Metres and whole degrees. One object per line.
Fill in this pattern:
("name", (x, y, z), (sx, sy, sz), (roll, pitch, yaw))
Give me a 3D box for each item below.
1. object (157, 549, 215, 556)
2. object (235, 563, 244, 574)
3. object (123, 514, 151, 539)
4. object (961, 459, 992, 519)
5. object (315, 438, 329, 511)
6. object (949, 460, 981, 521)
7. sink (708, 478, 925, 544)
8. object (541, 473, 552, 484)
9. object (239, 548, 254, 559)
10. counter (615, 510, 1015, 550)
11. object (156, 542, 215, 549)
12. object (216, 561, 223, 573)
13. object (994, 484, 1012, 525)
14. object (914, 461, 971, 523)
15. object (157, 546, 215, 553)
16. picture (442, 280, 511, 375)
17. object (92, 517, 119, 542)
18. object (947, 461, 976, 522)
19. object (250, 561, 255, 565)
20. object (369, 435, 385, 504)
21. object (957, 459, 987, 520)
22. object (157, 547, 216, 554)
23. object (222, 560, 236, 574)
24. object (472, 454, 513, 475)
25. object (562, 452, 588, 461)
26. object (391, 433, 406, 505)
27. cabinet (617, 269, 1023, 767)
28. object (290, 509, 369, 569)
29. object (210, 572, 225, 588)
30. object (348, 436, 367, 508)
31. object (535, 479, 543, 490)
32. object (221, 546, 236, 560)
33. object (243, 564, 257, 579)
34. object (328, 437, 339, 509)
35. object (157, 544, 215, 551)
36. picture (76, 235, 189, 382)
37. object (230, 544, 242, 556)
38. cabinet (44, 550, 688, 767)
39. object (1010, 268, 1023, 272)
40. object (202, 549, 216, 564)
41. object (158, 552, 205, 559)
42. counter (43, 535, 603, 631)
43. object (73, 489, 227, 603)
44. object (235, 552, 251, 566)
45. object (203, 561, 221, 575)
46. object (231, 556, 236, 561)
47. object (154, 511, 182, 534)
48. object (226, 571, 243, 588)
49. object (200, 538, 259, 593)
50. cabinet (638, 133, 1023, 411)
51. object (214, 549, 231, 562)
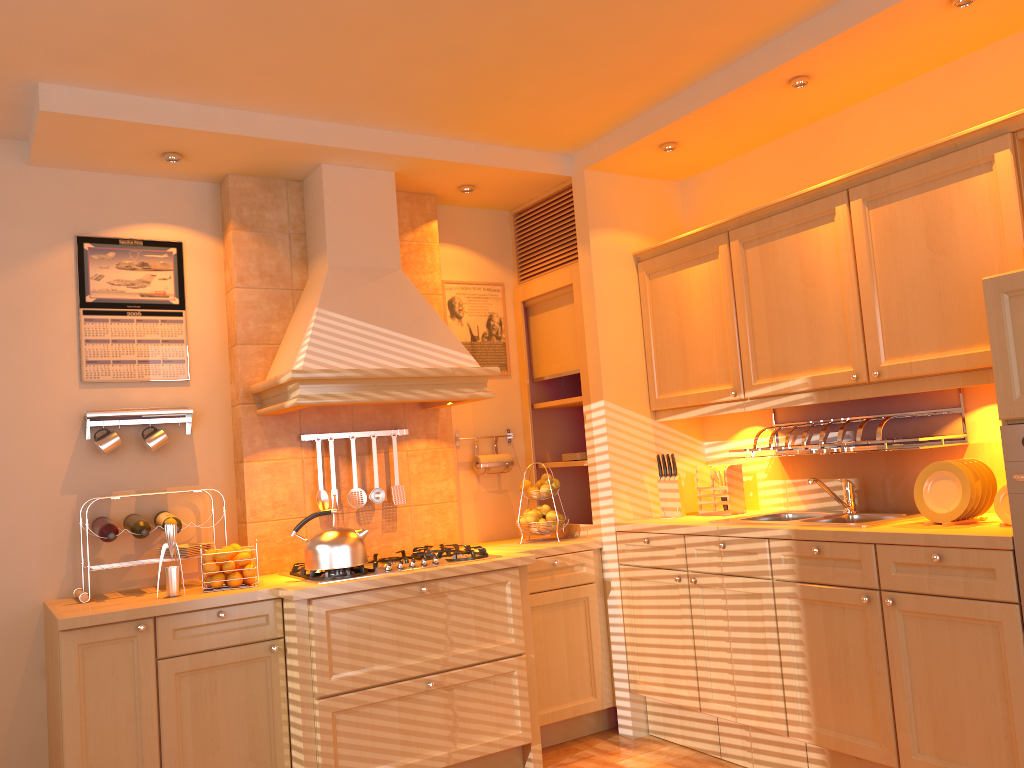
("object", (-1.302, 0.678, 3.550), (0.172, 0.011, 0.163), (-7, -5, 27))
("object", (-1.048, 0.709, 3.419), (0.062, 0.053, 0.051), (-7, -5, 26))
("object", (-1.461, 0.557, 3.472), (0.076, 0.095, 0.282), (-2, -6, -32))
("object", (1.518, 0.353, 2.984), (0.049, 0.200, 0.205), (-2, -5, -30))
("object", (-0.826, 0.394, 3.839), (0.055, 0.323, 0.028), (-2, -6, -32))
("object", (1.469, 0.355, 2.957), (0.049, 0.200, 0.205), (-2, -5, -30))
("sink", (1.188, 0.528, 3.417), (0.465, 0.336, 0.746), (-2, -6, -32))
("object", (0.165, 0.455, 4.236), (0.055, 0.059, 0.058), (-6, -5, 14))
("object", (-1.031, 0.662, 3.442), (0.063, 0.053, 0.051), (-7, -5, 31))
("counter", (1.191, 0.541, 3.417), (0.600, 0.038, 1.800), (-2, -6, -32))
("object", (-1.304, 0.652, 3.553), (0.172, 0.011, 0.163), (-7, -5, 27))
("object", (-1.118, 0.694, 3.387), (0.051, 0.053, 0.064), (-6, -5, 21))
("object", (1.546, 0.368, 2.725), (0.037, 0.129, 0.133), (-2, -6, -32))
("object", (1.420, 0.356, 2.930), (0.049, 0.200, 0.205), (-2, -5, -30))
("object", (-1.303, 0.665, 3.551), (0.172, 0.011, 0.163), (-7, -5, 27))
("picture", (-0.182, -0.286, 4.564), (0.366, 0.491, 0.007), (-2, -6, -32))
("object", (-1.559, 0.560, 3.411), (0.076, 0.095, 0.282), (-2, -6, -32))
("object", (1.444, 0.356, 2.943), (0.049, 0.200, 0.205), (-2, -5, -30))
("object", (-1.022, 0.711, 3.436), (0.051, 0.055, 0.061), (-4, -5, -3))
("object", (-0.622, 0.384, 3.994), (0.077, 0.309, 0.037), (-1, -6, -32))
("object", (1.493, 0.354, 2.970), (0.049, 0.200, 0.205), (-2, -5, -30))
("object", (-1.302, 0.672, 3.551), (0.172, 0.011, 0.163), (-7, -5, 27))
("object", (-1.071, 0.691, 3.355), (0.052, 0.053, 0.062), (-4, -5, -10))
("object", (-0.096, 0.400, 4.442), (0.186, 0.094, 0.096), (-2, -6, -32))
("object", (0.364, 0.365, 4.471), (0.222, 0.039, 0.222), (-3, -5, -15))
("object", (-0.522, 0.386, 4.033), (0.061, 0.323, 0.020), (-2, -6, -32))
("cabinet", (1.501, 0.563, 2.896), (0.625, 1.700, 3.000), (-2, -6, -32))
("object", (-0.696, 0.597, 3.464), (0.251, 0.215, 0.242), (0, -7, -45))
("object", (-1.105, 0.738, 3.332), (0.052, 0.057, 0.060), (-6, -5, 20))
("object", (-0.693, 0.389, 3.929), (0.090, 0.320, 0.017), (-2, -6, -32))
("object", (0.137, 0.484, 4.273), (0.050, 0.051, 0.051), (-4, -5, -8))
("object", (-1.092, 0.649, 3.406), (0.063, 0.053, 0.051), (-6, -5, 19))
("object", (-0.998, 0.712, 3.370), (0.052, 0.054, 0.061), (-4, -5, -5))
("object", (-0.782, 0.392, 3.879), (0.028, 0.319, 0.006), (-2, -6, -32))
("object", (-1.303, 0.658, 3.552), (0.172, 0.011, 0.163), (-7, -5, 27))
("picture", (-1.578, -0.312, 3.701), (0.417, 0.605, 0.009), (-2, -6, -32))
("object", (-1.086, 0.656, 3.482), (0.059, 0.060, 0.050), (-6, -5, 18))
("cabinet", (-0.262, 1.196, 3.649), (2.850, 0.840, 1.141), (-2, -6, -32))
("object", (1.650, -0.401, 2.471), (0.280, 0.123, 0.400), (-2, -6, -31))
("object", (-1.142, 0.656, 3.360), (0.057, 0.060, 0.052), (-5, -5, 6))
("object", (-1.301, 0.685, 3.550), (0.172, 0.011, 0.163), (-7, -5, 27))
("counter", (-0.648, 0.787, 3.683), (2.250, 0.038, 0.770), (-2, -6, -32))
("object", (-1.411, 0.621, 3.503), (0.572, 0.379, 0.221), (-2, -6, -32))
("object", (-1.026, 0.668, 3.383), (0.053, 0.052, 0.061), (-7, -5, 31))
("object", (-1.128, 0.692, 3.330), (0.063, 0.051, 0.053), (-3, -5, -13))
("object", (-1.101, 0.684, 3.445), (0.061, 0.051, 0.055), (-5, -5, 12))
("object", (-1.362, 0.554, 3.533), (0.076, 0.095, 0.282), (-2, -6, -32))
("object", (-1.051, 0.742, 3.360), (0.074, 0.063, 0.064), (-8, -6, 38))
("object", (-1.085, 0.692, 3.412), (0.207, 0.174, 0.189), (-3, -5, -17))
("cabinet", (1.237, -0.330, 3.559), (0.332, 0.712, 1.792), (-2, -6, -32))
("object", (-1.091, 0.647, 3.346), (0.063, 0.051, 0.053), (-2, -5, -25))
